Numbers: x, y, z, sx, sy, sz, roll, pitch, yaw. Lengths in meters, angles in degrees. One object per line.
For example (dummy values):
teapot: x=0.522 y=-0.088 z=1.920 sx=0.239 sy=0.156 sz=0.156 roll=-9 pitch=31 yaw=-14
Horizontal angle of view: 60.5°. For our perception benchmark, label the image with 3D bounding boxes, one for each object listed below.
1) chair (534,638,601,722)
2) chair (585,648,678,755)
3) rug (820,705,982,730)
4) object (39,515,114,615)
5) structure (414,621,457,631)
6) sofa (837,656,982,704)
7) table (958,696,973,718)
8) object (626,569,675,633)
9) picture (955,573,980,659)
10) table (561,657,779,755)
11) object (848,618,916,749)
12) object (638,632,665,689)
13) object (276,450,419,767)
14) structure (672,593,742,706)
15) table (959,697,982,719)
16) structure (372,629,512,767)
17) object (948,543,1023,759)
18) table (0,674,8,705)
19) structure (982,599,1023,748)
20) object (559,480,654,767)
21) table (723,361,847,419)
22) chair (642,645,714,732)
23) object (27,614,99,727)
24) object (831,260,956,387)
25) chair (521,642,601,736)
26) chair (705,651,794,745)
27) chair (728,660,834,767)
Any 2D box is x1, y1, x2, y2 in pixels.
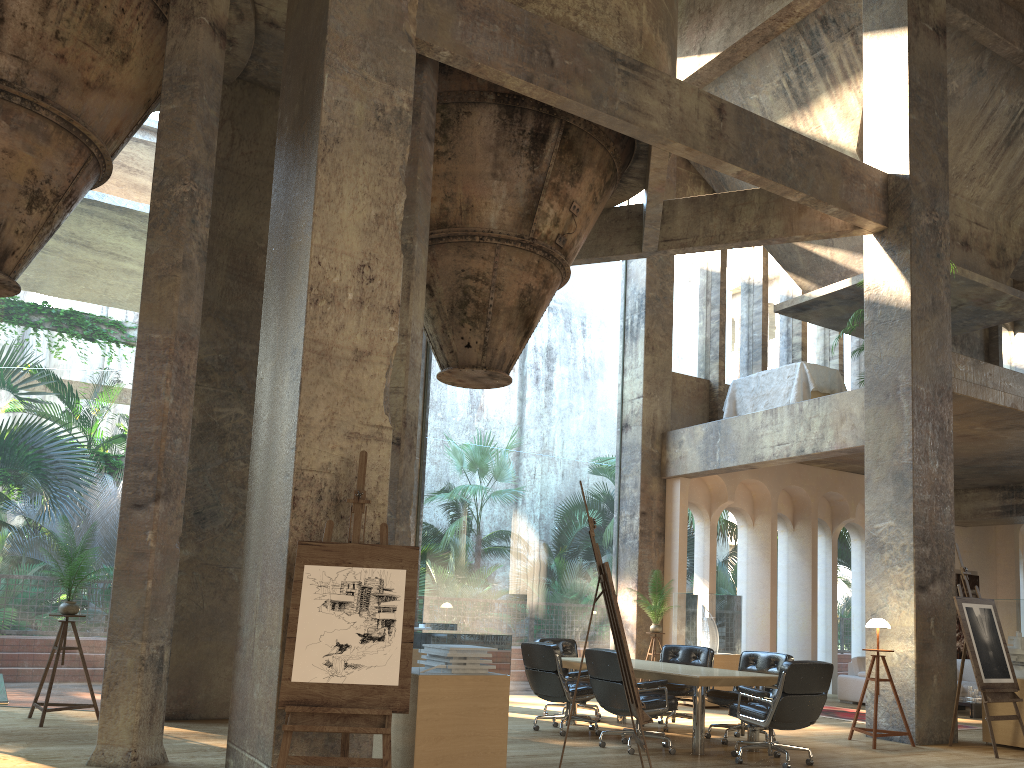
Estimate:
chair: x=0.706 y=3.405 z=10.163 sx=0.737 sy=0.875 sz=0.830 roll=10 pitch=-13 yaw=-35
chair: x=1.123 y=2.864 z=7.987 sx=0.825 sy=0.875 sz=0.741 roll=7 pitch=-11 yaw=-23
rug: x=4.696 y=4.400 z=11.611 sx=1.355 sy=0.009 sz=2.501 roll=11 pitch=-17 yaw=-29
object: x=-4.014 y=1.690 z=8.195 sx=0.860 sy=0.922 sz=0.701 roll=4 pitch=-10 yaw=-10
structure: x=-1.153 y=3.246 z=10.111 sx=0.749 sy=0.995 sz=0.745 roll=8 pitch=-11 yaw=-30
sofa: x=6.864 y=4.660 z=13.630 sx=2.949 sy=0.707 sz=2.096 roll=11 pitch=-16 yaw=-30
table: x=6.616 y=4.690 z=12.763 sx=1.118 sy=0.198 sz=0.802 roll=11 pitch=-16 yaw=-30
object: x=2.015 y=3.116 z=12.673 sx=0.869 sy=0.921 sz=0.694 roll=11 pitch=-13 yaw=-39
picture: x=8.710 y=4.585 z=17.165 sx=1.514 sy=1.737 sz=0.070 roll=9 pitch=-9 yaw=-30
table: x=1.463 y=3.203 z=8.876 sx=1.112 sy=0.685 sz=2.448 roll=10 pitch=-16 yaw=-29
object: x=3.717 y=3.076 z=9.112 sx=0.663 sy=1.272 sz=0.577 roll=8 pitch=-10 yaw=-30
object: x=2.010 y=4.029 z=12.508 sx=0.659 sy=0.953 sz=0.582 roll=-2 pitch=-10 yaw=23
object: x=-0.904 y=1.389 z=4.960 sx=0.702 sy=2.105 sz=0.697 roll=3 pitch=-8 yaw=-4
structure: x=2.724 y=3.715 z=12.291 sx=0.749 sy=1.518 sz=0.601 roll=8 pitch=-10 yaw=-30
table: x=6.300 y=4.606 z=12.579 sx=0.373 sy=0.241 sz=0.873 roll=10 pitch=-16 yaw=-29
structure: x=-0.526 y=2.351 z=6.528 sx=0.741 sy=0.995 sz=0.753 roll=8 pitch=-11 yaw=-30
object: x=4.780 y=2.677 z=8.965 sx=0.707 sy=2.105 sz=0.692 roll=7 pitch=-9 yaw=-31
table: x=-3.784 y=2.193 z=5.574 sx=0.948 sy=0.535 sz=1.900 roll=10 pitch=-16 yaw=-29
structure: x=5.523 y=3.096 z=9.400 sx=0.749 sy=1.518 sz=0.601 roll=8 pitch=-10 yaw=-30
object: x=0.662 y=1.728 z=6.004 sx=0.684 sy=2.105 sz=0.714 roll=2 pitch=-8 yaw=2
table: x=3.993 y=0.246 z=12.940 sx=1.123 sy=0.785 sz=1.777 roll=9 pitch=-15 yaw=-29
chair: x=1.798 y=3.328 z=9.672 sx=0.732 sy=0.875 sz=0.836 roll=-4 pitch=-12 yaw=33
object: x=-4.063 y=2.630 z=8.141 sx=0.576 sy=0.953 sz=0.665 roll=9 pitch=-12 yaw=-36
object: x=4.941 y=-0.645 z=11.290 sx=1.364 sy=1.773 sz=1.423 roll=7 pitch=-11 yaw=-24
chair: x=0.552 y=3.084 z=8.942 sx=0.827 sy=0.875 sz=0.740 roll=9 pitch=-12 yaw=-29
chair: x=2.342 y=3.134 z=8.823 sx=0.830 sy=0.875 sz=0.738 roll=10 pitch=-13 yaw=-36
chair: x=2.254 y=2.803 z=7.553 sx=0.737 sy=0.875 sz=0.831 roll=9 pitch=-13 yaw=-33
